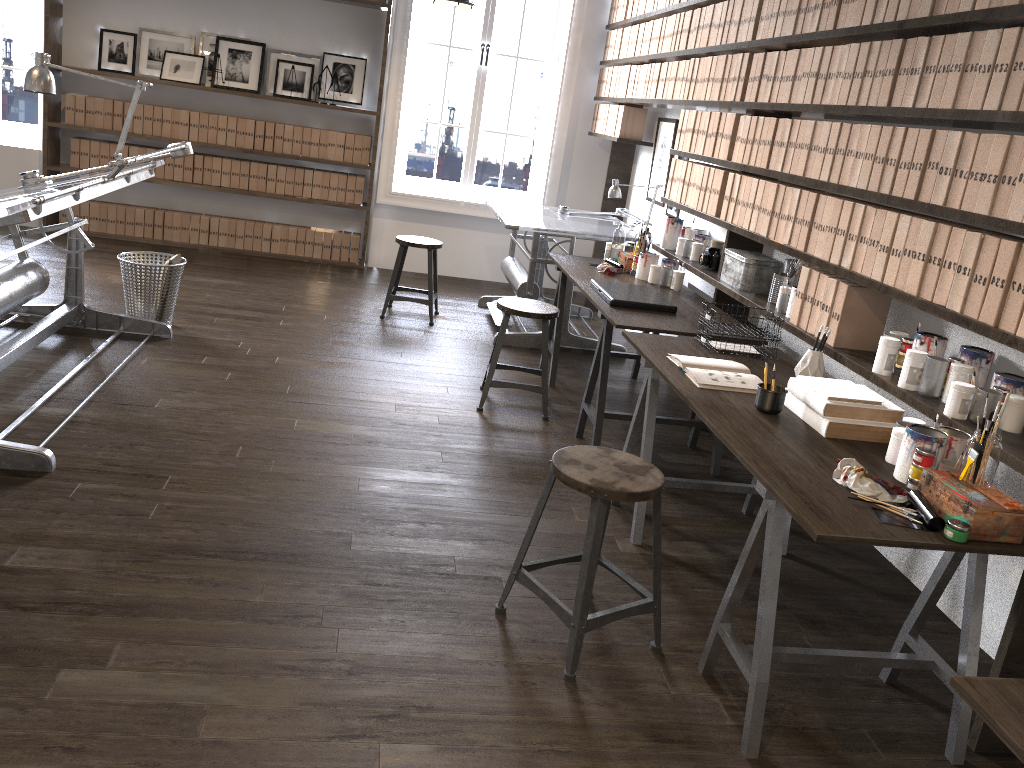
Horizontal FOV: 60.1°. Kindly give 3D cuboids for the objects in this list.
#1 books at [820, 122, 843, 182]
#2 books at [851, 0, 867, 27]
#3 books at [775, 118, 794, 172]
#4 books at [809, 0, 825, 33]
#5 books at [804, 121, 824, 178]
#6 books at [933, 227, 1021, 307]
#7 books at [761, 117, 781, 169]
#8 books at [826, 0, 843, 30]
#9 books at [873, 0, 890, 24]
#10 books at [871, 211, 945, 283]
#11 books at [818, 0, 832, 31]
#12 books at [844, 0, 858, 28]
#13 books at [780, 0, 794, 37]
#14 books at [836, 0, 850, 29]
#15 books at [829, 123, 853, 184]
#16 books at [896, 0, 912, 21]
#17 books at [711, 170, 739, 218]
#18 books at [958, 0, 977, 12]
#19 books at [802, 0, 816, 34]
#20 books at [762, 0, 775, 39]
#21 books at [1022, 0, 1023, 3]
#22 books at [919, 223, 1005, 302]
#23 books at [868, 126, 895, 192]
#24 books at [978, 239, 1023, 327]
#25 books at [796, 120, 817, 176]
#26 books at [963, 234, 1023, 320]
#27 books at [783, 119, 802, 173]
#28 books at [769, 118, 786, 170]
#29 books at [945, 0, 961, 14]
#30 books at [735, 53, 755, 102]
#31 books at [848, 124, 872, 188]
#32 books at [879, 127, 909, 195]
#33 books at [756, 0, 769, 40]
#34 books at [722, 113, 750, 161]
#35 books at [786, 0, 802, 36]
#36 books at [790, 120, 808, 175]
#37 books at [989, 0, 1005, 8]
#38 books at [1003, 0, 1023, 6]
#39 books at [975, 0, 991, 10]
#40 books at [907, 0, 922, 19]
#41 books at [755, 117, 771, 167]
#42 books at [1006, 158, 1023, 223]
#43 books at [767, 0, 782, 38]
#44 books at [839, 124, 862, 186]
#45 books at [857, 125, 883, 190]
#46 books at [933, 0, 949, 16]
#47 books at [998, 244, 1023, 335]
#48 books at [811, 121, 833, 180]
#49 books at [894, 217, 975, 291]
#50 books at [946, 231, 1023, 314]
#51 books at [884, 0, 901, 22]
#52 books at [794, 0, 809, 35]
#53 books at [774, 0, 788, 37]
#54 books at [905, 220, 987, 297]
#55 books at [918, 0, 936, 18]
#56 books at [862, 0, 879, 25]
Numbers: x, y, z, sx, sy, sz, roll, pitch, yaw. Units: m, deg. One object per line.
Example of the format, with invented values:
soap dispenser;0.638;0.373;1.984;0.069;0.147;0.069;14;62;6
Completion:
books;1.255;-0.842;3.275;0.174;0.223;0.068;6;15;-9
books;1.330;-1.371;3.160;0.174;0.223;0.068;6;15;-9
books;1.202;-0.972;3.668;0.174;0.223;0.067;6;15;-9
books;1.287;-1.481;3.493;0.174;0.223;0.067;6;15;-9
books;1.241;-0.884;3.405;0.174;0.223;0.067;6;15;-10
books;1.330;-0.324;2.536;0.174;0.223;0.067;6;15;-9
books;1.182;-1.018;3.807;0.174;0.223;0.068;6;15;-10
books;1.305;-1.435;3.354;0.174;0.223;0.068;6;15;-10
books;1.352;-1.324;3.022;0.174;0.223;0.067;6;15;-10
books;1.281;-0.433;2.860;0.174;0.223;0.068;6;15;-10
books;1.301;-1.458;3.426;0.174;0.223;0.067;6;15;-9
books;1.326;-1.390;3.221;0.174;0.223;0.067;6;15;-10
books;1.254;-1.569;3.757;0.174;0.223;0.067;6;15;-10
books;1.320;-1.411;3.284;0.174;0.223;0.067;6;15;-9
books;1.268;-0.819;3.209;0.174;0.223;0.067;6;15;-10
books;1.371;-1.278;2.882;0.174;0.223;0.067;6;15;-10
books;1.084;-0.918;4.321;0.174;0.223;0.068;6;15;-10
books;1.413;-1.170;2.557;0.174;0.223;0.068;6;15;-10
books;1.282;-1.503;3.562;0.174;0.223;0.067;6;15;-10
books;1.228;-1.634;3.954;0.174;0.223;0.067;6;15;-10
books;1.453;-1.084;2.301;0.174;0.223;0.067;6;15;-9
books;1.321;-0.347;2.604;0.174;0.223;0.067;6;15;-9
books;1.299;-0.729;2.936;0.174;0.223;0.068;6;15;-10
books;1.353;-0.256;2.328;0.174;0.223;0.068;6;15;-9
books;1.227;-0.906;3.468;0.174;0.223;0.068;6;15;-9
books;1.349;-0.279;2.400;0.174;0.223;0.067;6;15;-10
books;1.215;-0.949;3.601;0.174;0.223;0.067;6;15;-10
books;1.198;-0.994;3.737;0.174;0.223;0.067;6;15;-9
books;1.408;-1.192;2.625;0.174;0.223;0.067;6;15;-9
books;1.169;-1.435;4.185;0.174;0.223;0.067;6;15;-9
books;1.284;-0.775;3.075;0.174;0.223;0.067;6;15;-9
books;1.311;-0.709;2.877;0.174;0.223;0.067;6;15;-9
books;1.221;-1.656;4.021;0.174;0.223;0.067;6;15;-10
books;1.122;-1.173;4.250;0.174;0.223;0.068;6;15;-10
books;1.259;-1.548;3.693;0.174;0.223;0.068;6;15;-9
books;1.224;-0.927;3.533;0.174;0.223;0.067;6;15;-10
books;1.434;-1.127;2.429;0.174;0.223;0.067;6;15;-9
books;1.438;-1.106;2.364;0.174;0.223;0.068;6;15;-10
books;1.424;-1.147;2.489;0.174;0.223;0.067;6;15;-9
books;1.381;-1.258;2.822;0.174;0.223;0.067;6;15;-10
books;1.178;-1.041;3.879;0.174;0.223;0.067;6;15;-9
books;1.392;-0.507;2.270;0.174;0.223;0.067;6;15;-9
books;1.234;-1.612;3.886;0.174;0.223;0.068;6;15;-9
books;1.278;-0.797;3.142;0.174;0.223;0.067;6;15;-10
books;1.290;-0.752;3.005;0.174;0.223;0.067;6;15;-9
books;1.401;-1.214;2.692;0.174;0.223;0.067;6;15;-9
books;1.368;-0.232;2.258;0.174;0.223;0.067;6;15;-10
books;1.247;-0.864;3.345;0.174;0.223;0.067;6;15;-10
books;1.302;-0.389;2.732;0.174;0.223;0.067;6;15;-9
books;1.335;-0.302;2.468;0.174;0.223;0.067;6;15;-10
books;1.360;-1.301;2.951;0.174;0.223;0.068;6;15;-9
books;1.273;-1.526;3.629;0.174;0.223;0.067;6;15;-10
books;1.245;-1.589;3.817;0.174;0.223;0.067;6;15;-10
books;1.306;-0.369;2.667;0.174;0.223;0.068;6;15;-10
books;1.385;-1.237;2.758;0.174;0.223;0.068;6;15;-9
books;1.340;-1.348;3.091;0.174;0.223;0.067;6;15;-10
